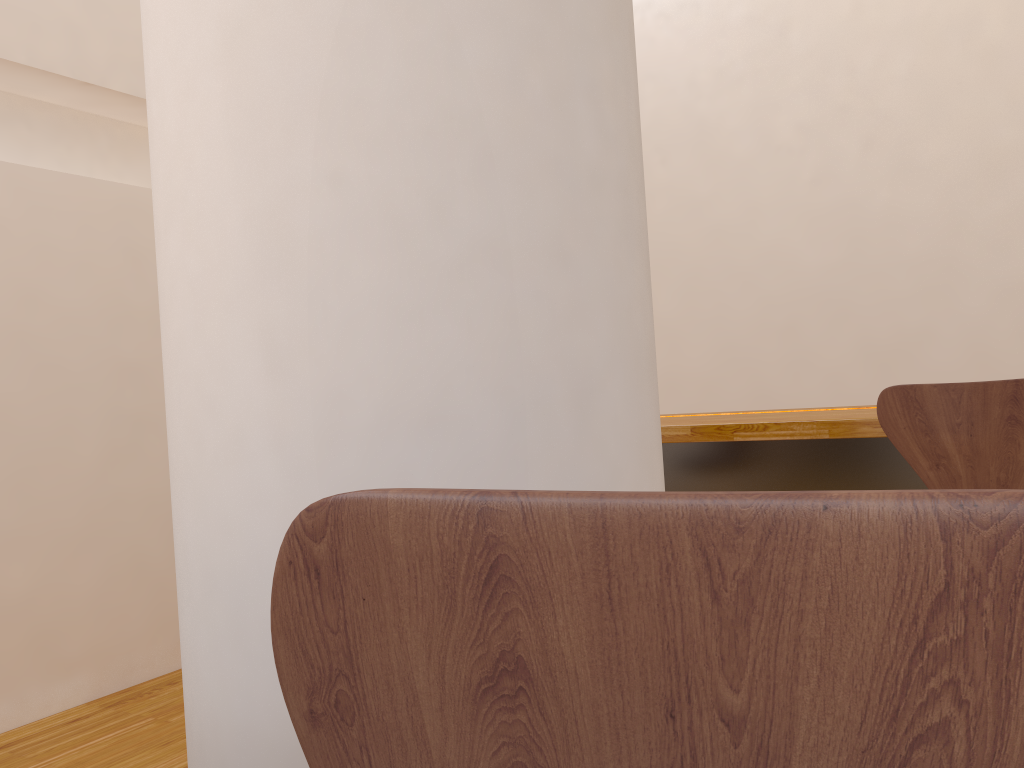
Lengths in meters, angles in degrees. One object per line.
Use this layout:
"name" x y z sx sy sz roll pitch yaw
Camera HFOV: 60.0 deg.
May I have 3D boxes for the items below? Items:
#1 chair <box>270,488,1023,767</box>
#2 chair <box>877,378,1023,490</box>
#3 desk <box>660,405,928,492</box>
"chair" -0.017 0.393 0.202 0.428 0.693 0.381 -4 0 31
"chair" 1.085 0.334 2.018 0.428 0.693 0.381 -4 0 31
"desk" 1.329 0.359 2.369 3.185 0.606 0.760 -4 0 31
